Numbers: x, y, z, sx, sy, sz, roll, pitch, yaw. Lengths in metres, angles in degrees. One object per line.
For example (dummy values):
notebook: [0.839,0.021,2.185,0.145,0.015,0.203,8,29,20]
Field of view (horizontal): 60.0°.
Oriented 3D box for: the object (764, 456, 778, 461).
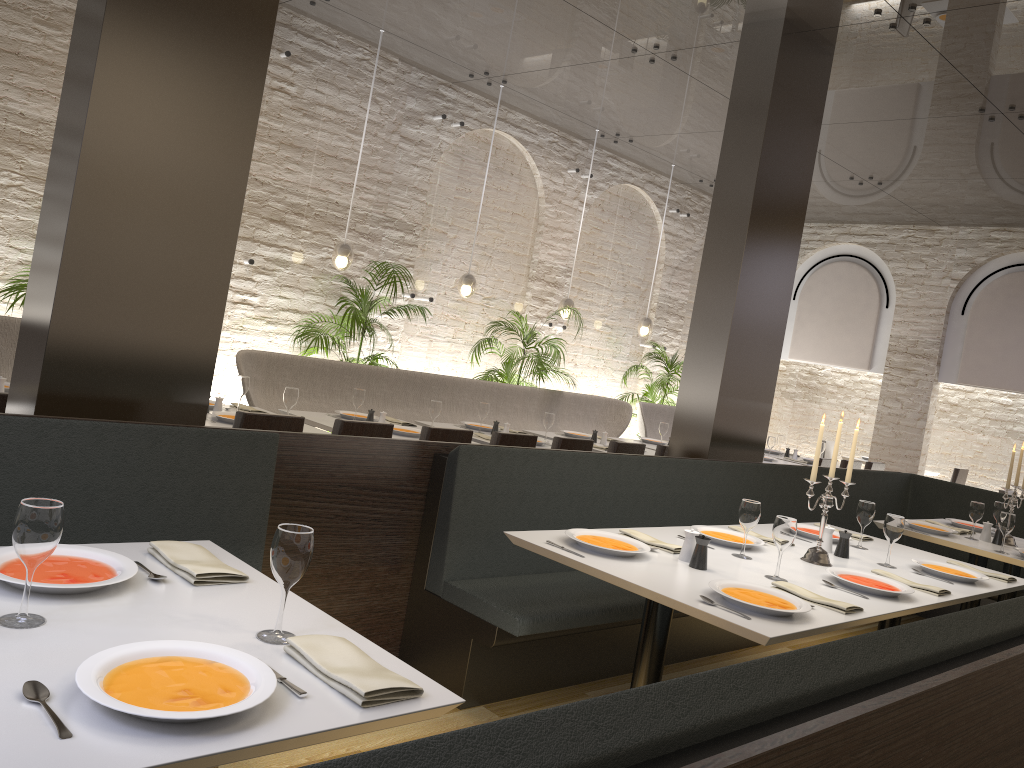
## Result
object: [2.511,0.743,8.927,0.321,0.036,0.322,10,2,-7]

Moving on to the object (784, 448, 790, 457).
object: [3.075,0.762,9.886,0.059,0.109,0.059,10,0,-9]

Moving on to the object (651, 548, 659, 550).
object: [0.496,0.622,3.437,0.038,0.015,0.182,8,3,-43]

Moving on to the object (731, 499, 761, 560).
object: [0.951,0.587,3.589,0.086,0.231,0.086,10,0,-44]

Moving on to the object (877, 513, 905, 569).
object: [1.700,0.703,3.972,0.086,0.231,0.086,10,0,-33]

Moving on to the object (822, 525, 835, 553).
object: [1.446,0.712,4.071,0.069,0.126,0.068,10,1,39]

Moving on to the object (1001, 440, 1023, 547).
object: [3.135,0.674,5.524,0.389,0.657,0.132,10,0,-34]

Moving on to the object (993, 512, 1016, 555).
object: [2.832,0.856,5.090,0.086,0.231,0.086,10,0,-8]

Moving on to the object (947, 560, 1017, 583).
object: [2.235,0.894,4.222,0.142,0.033,0.274,8,3,-44]

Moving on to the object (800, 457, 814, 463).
object: [3.316,0.851,9.722,0.321,0.036,0.322,10,2,-7]

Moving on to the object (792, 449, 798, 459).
object: [3.155,0.777,9.867,0.059,0.109,0.059,10,0,-9]

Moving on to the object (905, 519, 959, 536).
object: [2.587,0.897,5.491,0.322,0.036,0.321,11,2,21]

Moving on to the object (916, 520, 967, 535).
object: [2.766,0.927,5.707,0.142,0.033,0.274,8,3,-44]

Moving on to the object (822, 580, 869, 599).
object: [1.227,0.757,3.268,0.038,0.015,0.182,8,3,-43]

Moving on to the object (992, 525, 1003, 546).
object: [2.990,0.927,5.437,0.069,0.126,0.069,10,0,-3]

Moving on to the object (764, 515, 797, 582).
object: [0.996,0.608,3.276,0.086,0.231,0.086,10,0,-2]

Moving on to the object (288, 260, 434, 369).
object: [-1.355,-0.084,7.560,1.186,1.975,1.147,10,1,-14]

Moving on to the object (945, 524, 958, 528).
object: [2.981,0.960,5.894,0.017,0.010,0.186,8,3,-44]

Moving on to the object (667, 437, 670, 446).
object: [1.491,0.549,8.321,0.059,0.109,0.059,10,0,-9]

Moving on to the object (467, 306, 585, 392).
object: [0.062,0.108,8.964,1.144,1.975,1.189,10,1,-4]

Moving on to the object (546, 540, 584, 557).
object: [0.190,0.583,3.136,0.017,0.010,0.186,8,3,-44]

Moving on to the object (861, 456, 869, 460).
object: [4.928,1.034,12.159,0.321,0.036,0.322,10,2,-9]

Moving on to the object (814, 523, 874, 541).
object: [1.762,0.791,4.715,0.142,0.033,0.274,8,3,-44]

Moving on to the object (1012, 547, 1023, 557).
object: [3.021,0.992,5.035,0.322,0.036,0.321,11,2,21]

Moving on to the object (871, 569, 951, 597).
object: [1.629,0.812,3.622,0.142,0.033,0.274,8,3,-44]

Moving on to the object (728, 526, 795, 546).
object: [1.156,0.709,4.115,0.142,0.033,0.274,8,3,-44]

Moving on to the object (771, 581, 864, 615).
object: [1.047,0.734,3.048,0.142,0.033,0.274,8,3,-44]

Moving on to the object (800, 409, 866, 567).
object: [1.347,0.433,3.756,0.389,0.657,0.132,10,0,-34]

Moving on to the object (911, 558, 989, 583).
object: [1.970,0.850,3.995,0.323,0.036,0.320,12,3,41]

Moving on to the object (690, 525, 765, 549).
object: [0.935,0.674,3.858,0.321,0.036,0.322,9,3,-25]

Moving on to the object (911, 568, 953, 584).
object: [1.834,0.839,3.868,0.038,0.015,0.182,8,3,-43]

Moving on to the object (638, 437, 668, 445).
object: [1.365,0.557,8.544,0.321,0.036,0.322,10,2,-7]

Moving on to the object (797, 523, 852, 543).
object: [1.535,0.755,4.452,0.323,0.036,0.320,12,3,41]

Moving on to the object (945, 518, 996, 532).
object: [3.114,0.968,6.012,0.323,0.036,0.320,12,3,41]

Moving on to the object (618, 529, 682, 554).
object: [0.575,0.631,3.541,0.142,0.033,0.274,8,3,-44]

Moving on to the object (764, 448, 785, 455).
object: [2.948,0.771,10.109,0.321,0.036,0.322,10,2,-7]

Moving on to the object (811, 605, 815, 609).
object: [0.926,0.719,2.970,0.017,0.010,0.186,8,3,-44]

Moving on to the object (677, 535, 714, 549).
object: [0.772,0.662,3.710,0.017,0.010,0.186,8,3,-44]

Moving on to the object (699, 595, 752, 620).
object: [0.646,0.679,2.694,0.038,0.015,0.182,8,3,-43]

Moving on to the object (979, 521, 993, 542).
object: [2.952,0.917,5.511,0.069,0.126,0.069,10,0,-3]

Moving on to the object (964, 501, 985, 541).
object: [2.859,0.845,5.474,0.086,0.231,0.086,10,0,-8]

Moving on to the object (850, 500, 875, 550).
object: [1.727,0.692,4.356,0.086,0.231,0.086,10,0,-33]

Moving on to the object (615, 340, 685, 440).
object: [1.811,0.345,10.671,1.148,1.975,1.185,10,1,26]

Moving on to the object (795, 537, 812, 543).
object: [1.378,0.744,4.310,0.017,0.010,0.186,8,3,-44]

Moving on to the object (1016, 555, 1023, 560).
object: [2.890,0.982,4.911,0.038,0.015,0.182,8,3,-43]

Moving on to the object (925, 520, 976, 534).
object: [2.875,0.941,5.815,0.142,0.033,0.274,8,3,-44]

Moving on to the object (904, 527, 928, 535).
object: [2.434,0.886,5.353,0.017,0.010,0.186,8,3,-44]

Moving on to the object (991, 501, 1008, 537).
object: [3.179,0.888,5.791,0.086,0.231,0.086,10,0,-8]

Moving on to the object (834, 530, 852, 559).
object: [1.501,0.724,4.010,0.069,0.126,0.068,10,1,39]

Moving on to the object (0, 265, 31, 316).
object: [-2.846,-0.285,6.087,1.186,1.975,1.147,10,1,-14]
